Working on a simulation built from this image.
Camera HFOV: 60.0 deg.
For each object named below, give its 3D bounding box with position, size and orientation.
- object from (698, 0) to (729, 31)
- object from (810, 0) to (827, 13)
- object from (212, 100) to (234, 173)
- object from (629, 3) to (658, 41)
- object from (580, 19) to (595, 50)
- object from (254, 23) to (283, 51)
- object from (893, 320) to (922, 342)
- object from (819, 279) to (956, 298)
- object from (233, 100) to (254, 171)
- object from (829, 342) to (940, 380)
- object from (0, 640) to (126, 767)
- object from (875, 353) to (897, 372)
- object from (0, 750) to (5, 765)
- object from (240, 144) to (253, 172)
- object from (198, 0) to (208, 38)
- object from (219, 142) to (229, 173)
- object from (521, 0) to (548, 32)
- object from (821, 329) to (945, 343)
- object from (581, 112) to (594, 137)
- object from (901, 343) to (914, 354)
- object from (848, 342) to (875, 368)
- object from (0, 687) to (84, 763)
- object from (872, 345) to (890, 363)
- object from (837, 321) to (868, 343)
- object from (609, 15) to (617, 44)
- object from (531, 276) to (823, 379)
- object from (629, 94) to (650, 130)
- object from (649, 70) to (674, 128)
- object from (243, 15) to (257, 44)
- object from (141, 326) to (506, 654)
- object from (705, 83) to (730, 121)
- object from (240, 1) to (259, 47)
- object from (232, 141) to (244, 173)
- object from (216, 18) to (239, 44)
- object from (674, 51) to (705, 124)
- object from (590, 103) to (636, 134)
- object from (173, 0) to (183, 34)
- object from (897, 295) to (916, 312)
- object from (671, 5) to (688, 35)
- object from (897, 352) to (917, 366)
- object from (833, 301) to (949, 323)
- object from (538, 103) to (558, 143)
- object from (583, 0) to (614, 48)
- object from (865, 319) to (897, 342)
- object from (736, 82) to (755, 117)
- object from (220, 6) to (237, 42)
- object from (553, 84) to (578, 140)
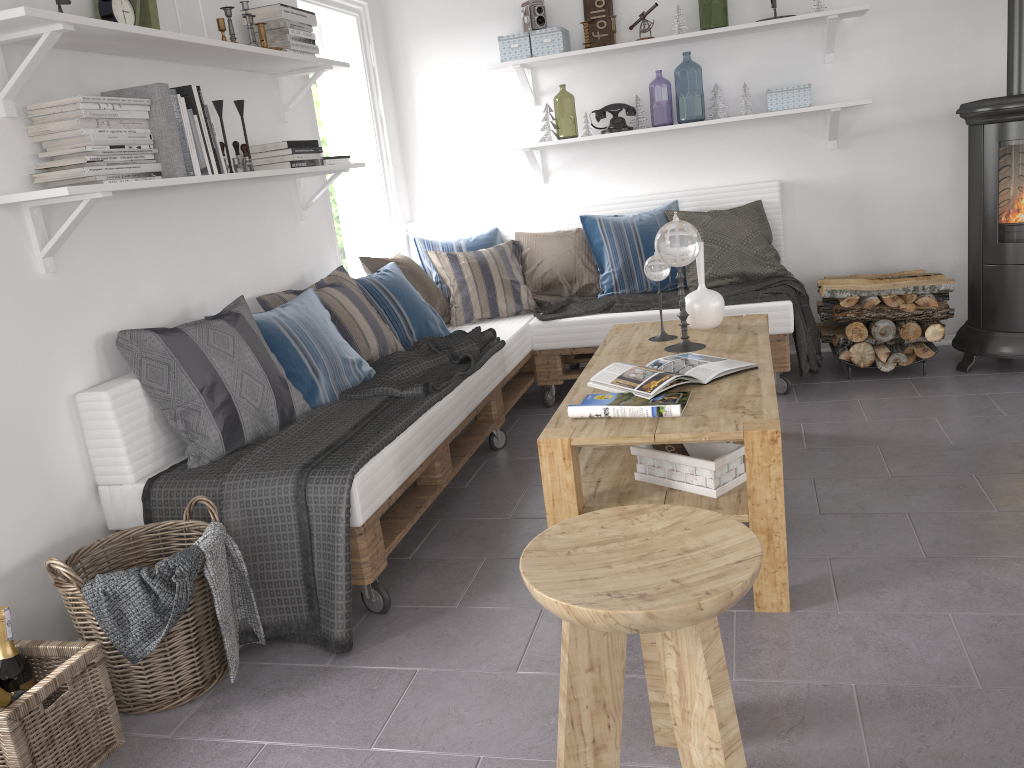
[{"bbox_3d":[0.957,-1.908,4.248,0.136,0.415,0.136,-19,18,-40],"label":"object"},{"bbox_3d":[1.439,-1.805,4.164,0.072,0.142,0.073,-19,18,-40],"label":"object"},{"bbox_3d":[-1.016,-0.867,3.138,0.085,0.259,0.085,-11,15,-15],"label":"object"},{"bbox_3d":[0.651,-1.777,4.390,0.092,0.172,0.177,-11,15,-16],"label":"object"},{"bbox_3d":[0.376,-1.746,4.442,0.085,0.152,0.085,4,18,38],"label":"object"},{"bbox_3d":[-0.894,-1.241,3.185,0.124,0.100,0.124,4,18,37],"label":"object"},{"bbox_3d":[1.845,-0.300,4.237,0.102,0.102,0.561,-3,15,15],"label":"object"},{"bbox_3d":[1.710,-0.438,4.059,0.571,0.079,0.115,-3,15,16],"label":"object"},{"bbox_3d":[-0.966,-0.894,3.219,0.085,0.259,0.085,-11,15,-15],"label":"object"},{"bbox_3d":[1.790,-0.149,4.317,0.456,0.118,0.478,-3,15,15],"label":"object"},{"bbox_3d":[-1.071,0.750,1.928,0.276,0.270,0.276,-3,15,15],"label":"object"},{"bbox_3d":[1.779,-0.160,4.295,0.095,0.063,0.562,-3,15,16],"label":"object"},{"bbox_3d":[-1.158,0.701,1.868,0.095,0.377,0.095,-18,18,-37],"label":"object"},{"bbox_3d":[-0.924,-0.783,3.083,0.032,0.102,0.058,-5,14,11],"label":"object"},{"bbox_3d":[-1.056,-1.260,3.021,0.084,0.256,0.084,-11,15,-15],"label":"object"},{"bbox_3d":[-0.997,-0.777,3.064,0.032,0.117,0.058,-10,14,-10],"label":"object"},{"bbox_3d":[0.122,-1.874,4.530,0.121,0.157,0.117,-14,15,-24],"label":"object"},{"bbox_3d":[1.759,-0.230,4.223,0.539,0.070,0.101,-3,15,16],"label":"object"},{"bbox_3d":[0.381,-1.321,4.501,0.072,0.124,0.068,-7,14,1],"label":"object"},{"bbox_3d":[1.864,-0.212,4.244,0.046,0.033,0.425,-3,15,15],"label":"object"},{"bbox_3d":[1.695,-0.193,4.333,0.118,0.142,0.520,-2,15,19],"label":"object"},{"bbox_3d":[-1.026,0.708,1.884,0.095,0.332,0.284,-8,14,-5],"label":"object"},{"bbox_3d":[1.754,-0.194,4.279,0.057,0.050,0.561,-3,15,15],"label":"object"},{"bbox_3d":[1.640,-0.303,4.315,0.103,0.107,0.516,-4,14,14],"label":"object"},{"bbox_3d":[0.510,-1.756,4.423,0.052,0.148,0.052,-13,15,-22],"label":"object"},{"bbox_3d":[0.769,-0.240,4.373,1.449,0.508,0.716,-6,14,5],"label":"object"},{"bbox_3d":[0.643,-1.389,4.532,0.127,0.176,0.007,-2,15,21],"label":"object"},{"bbox_3d":[0.744,-1.425,4.430,0.111,0.270,0.111,2,17,33],"label":"object"},{"bbox_3d":[-0.952,-1.279,3.257,0.055,0.153,0.055,-11,15,-16],"label":"object"},{"bbox_3d":[-0.502,0.216,3.164,0.685,0.533,1.892,-3,15,15],"label":"object"},{"bbox_3d":[1.025,-1.411,4.423,0.103,0.178,0.097,-13,15,-20],"label":"object"},{"bbox_3d":[-0.915,-1.244,3.085,0.066,0.160,0.066,-7,14,2],"label":"object"},{"bbox_3d":[-0.963,-0.796,3.123,0.032,0.117,0.058,0,16,26],"label":"object"},{"bbox_3d":[-0.953,-1.160,2.923,0.088,0.085,0.088,4,18,37],"label":"object"},{"bbox_3d":[0.874,-1.462,4.378,0.137,0.335,0.137,-6,14,5],"label":"object"},{"bbox_3d":[0.516,-1.355,4.528,0.203,0.146,0.171,4,18,38],"label":"object"},{"bbox_3d":[-1.119,-1.238,2.965,0.084,0.256,0.084,-11,15,-15],"label":"object"},{"bbox_3d":[1.821,-0.409,4.165,0.059,0.048,0.529,-3,15,15],"label":"object"},{"bbox_3d":[0.810,-1.763,4.299,0.075,0.147,0.075,-12,15,-17],"label":"object"},{"bbox_3d":[1.879,-0.176,4.283,0.096,0.067,0.467,-3,15,16],"label":"object"},{"bbox_3d":[1.726,-0.327,4.057,0.480,0.104,0.126,-3,15,17],"label":"object"},{"bbox_3d":[0.193,-1.359,4.601,0.113,0.195,0.107,-1,15,22],"label":"object"},{"bbox_3d":[0.435,-1.936,4.500,0.154,0.480,0.053,-2,15,20],"label":"object"},{"bbox_3d":[1.744,-0.304,4.262,0.110,0.109,0.463,-4,14,14],"label":"object"},{"bbox_3d":[1.145,-1.402,4.360,0.088,0.161,0.093,-1,15,24],"label":"object"},{"bbox_3d":[-0.970,-1.228,3.062,0.055,0.153,0.055,-9,14,-6],"label":"object"},{"bbox_3d":[0.273,-1.396,4.550,0.111,0.270,0.111,2,17,33],"label":"object"}]
